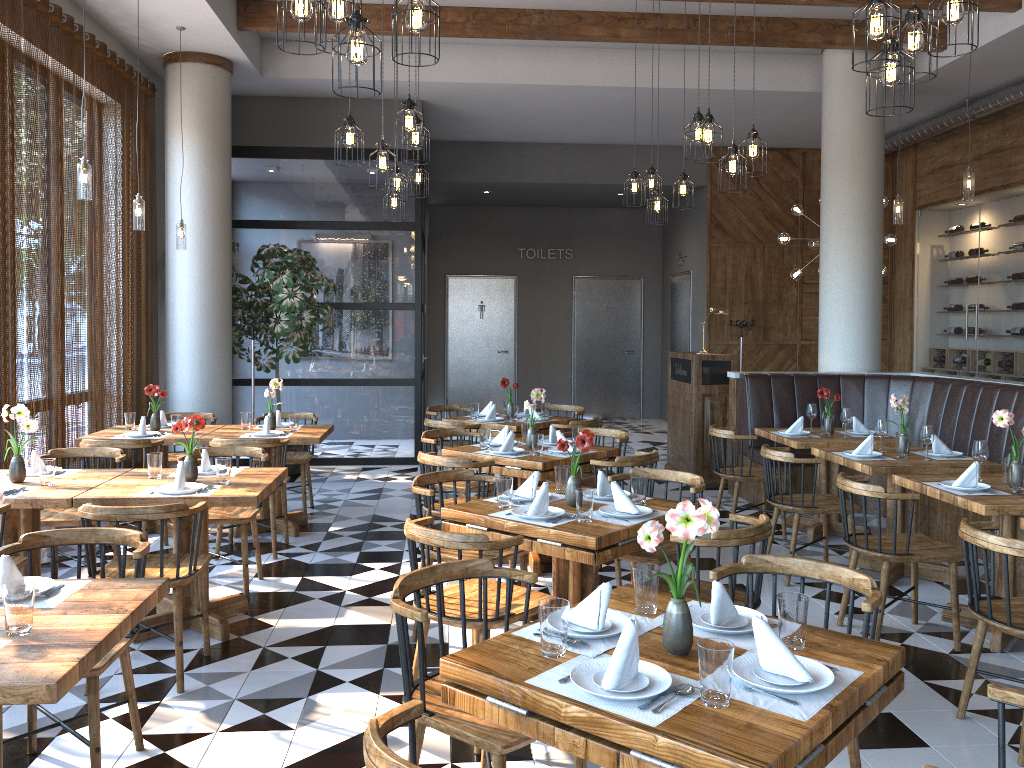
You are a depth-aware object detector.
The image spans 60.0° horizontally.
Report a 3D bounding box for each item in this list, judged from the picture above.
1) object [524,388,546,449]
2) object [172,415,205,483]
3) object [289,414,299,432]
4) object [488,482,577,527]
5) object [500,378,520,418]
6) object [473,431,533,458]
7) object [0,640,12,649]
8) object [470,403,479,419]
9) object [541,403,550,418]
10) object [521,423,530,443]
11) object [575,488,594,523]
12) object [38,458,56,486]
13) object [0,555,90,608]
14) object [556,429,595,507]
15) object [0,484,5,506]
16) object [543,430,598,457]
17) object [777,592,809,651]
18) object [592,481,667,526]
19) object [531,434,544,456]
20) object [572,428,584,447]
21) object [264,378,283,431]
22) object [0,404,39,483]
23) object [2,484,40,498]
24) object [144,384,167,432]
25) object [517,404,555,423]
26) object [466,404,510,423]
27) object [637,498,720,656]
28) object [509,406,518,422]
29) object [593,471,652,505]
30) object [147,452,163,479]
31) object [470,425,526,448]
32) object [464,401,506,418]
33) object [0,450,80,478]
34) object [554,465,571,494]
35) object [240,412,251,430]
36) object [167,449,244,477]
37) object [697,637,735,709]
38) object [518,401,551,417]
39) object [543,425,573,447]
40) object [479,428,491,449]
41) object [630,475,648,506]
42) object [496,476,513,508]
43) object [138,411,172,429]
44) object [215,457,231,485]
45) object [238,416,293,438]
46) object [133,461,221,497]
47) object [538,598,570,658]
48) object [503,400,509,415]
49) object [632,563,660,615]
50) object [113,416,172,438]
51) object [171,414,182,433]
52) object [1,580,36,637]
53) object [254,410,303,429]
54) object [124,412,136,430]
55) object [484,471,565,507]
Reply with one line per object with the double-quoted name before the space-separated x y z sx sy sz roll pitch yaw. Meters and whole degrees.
"object" 0.156 0.229 5.876 0.146 0.399 0.207 1 2 7
"object" -1.658 0.333 4.553 0.156 0.355 0.171 -1 2 -26
"object" -1.649 0.297 6.703 0.080 0.132 0.080 0 2 -19
"object" 0.112 0.501 3.827 0.352 0.137 0.272 3 5 41
"object" -0.035 0.120 7.790 0.171 0.355 0.156 2 3 43
"object" -0.036 0.373 5.684 0.352 0.137 0.272 3 5 41
"object" -1.462 0.606 2.154 0.352 0.137 0.272 0 3 -4
"object" -0.325 0.234 7.736 0.080 0.132 0.080 -1 2 -29
"object" 0.292 0.233 7.797 0.080 0.132 0.080 1 2 21
"object" 0.102 0.342 6.190 0.080 0.132 0.080 1 2 11
"object" 0.306 0.511 3.724 0.080 0.132 0.080 1 2 11
"object" -2.346 0.446 4.472 0.080 0.132 0.080 2 2 31
"object" -1.510 0.570 2.685 0.352 0.137 0.272 0 3 -4
"object" 0.299 0.381 3.995 0.156 0.355 0.171 -1 2 -39
"object" -1.485 0.459 2.387 0.207 0.399 0.146 -1 2 -40
"object" 0.342 0.373 5.717 0.272 0.137 0.352 3 5 41
"object" 0.722 0.612 2.281 0.080 0.132 0.080 -1 3 -39
"object" 0.490 0.500 3.860 0.272 0.137 0.352 3 5 41
"object" 0.161 0.384 5.577 0.080 0.132 0.080 1 2 11
"object" 0.438 0.362 5.920 0.080 0.132 0.080 1 2 11
"object" -1.816 0.158 6.770 0.146 0.399 0.207 0 2 -12
"object" -2.537 0.304 4.569 0.206 0.399 0.146 0 2 -1
"object" -2.519 0.456 4.275 0.352 0.137 0.272 0 3 -4
"object" -2.705 0.179 6.728 0.156 0.355 0.171 -1 2 -28
"object" 0.192 0.244 7.594 0.272 0.137 0.352 3 5 41
"object" -0.185 0.244 7.561 0.352 0.137 0.272 3 5 41
"object" 0.412 0.481 2.211 0.206 0.399 0.146 1 2 15
"object" 0.015 0.255 7.454 0.080 0.132 0.080 1 2 11
"object" 0.454 0.474 4.236 0.352 0.137 0.272 3 5 41
"object" -1.889 0.434 4.688 0.080 0.132 0.080 0 2 -19
"object" -0.071 0.347 6.060 0.272 0.137 0.352 3 5 41
"object" -0.221 0.218 7.937 0.272 0.137 0.352 3 5 41
"object" -2.566 0.420 4.805 0.352 0.137 0.272 0 3 -4
"object" 0.247 0.469 4.338 0.080 0.132 0.080 0 2 1
"object" -2.058 0.285 6.850 0.080 0.132 0.080 0 2 -19
"object" -1.680 0.420 4.875 0.352 0.137 0.272 0 3 -4
"object" 0.445 0.634 1.939 0.080 0.132 0.080 -1 2 -29
"object" 0.156 0.218 7.970 0.352 0.137 0.272 3 5 41
"object" 0.306 0.347 6.093 0.352 0.137 0.272 3 5 41
"object" -0.179 0.363 5.859 0.080 0.132 0.080 1 2 11
"object" 0.583 0.489 4.067 0.080 0.132 0.080 0 2 1
"object" -0.034 0.490 4.006 0.080 0.132 0.080 0 2 1
"object" -2.735 0.272 6.960 0.352 0.137 0.272 0 3 -4
"object" -1.480 0.446 4.540 0.080 0.132 0.080 0 2 -19
"object" -1.801 0.308 6.499 0.352 0.137 0.272 0 3 -4
"object" -1.633 0.456 4.344 0.352 0.137 0.272 0 3 -4
"object" 0.105 0.613 2.220 0.080 0.132 0.080 -1 2 -29
"object" -0.044 0.213 8.067 0.080 0.132 0.080 1 2 21
"object" 0.386 0.591 2.552 0.080 0.132 0.080 -1 3 -39
"object" -2.687 0.308 6.429 0.352 0.137 0.272 0 3 -4
"object" -2.514 0.297 6.635 0.080 0.132 0.080 1 2 11
"object" -1.309 0.596 2.353 0.080 0.132 0.080 0 2 -19
"object" -1.849 0.272 7.029 0.352 0.137 0.272 0 3 -4
"object" -2.924 0.285 6.783 0.080 0.132 0.080 1 2 11
"object" 0.076 0.475 4.203 0.272 0.137 0.352 3 5 41
